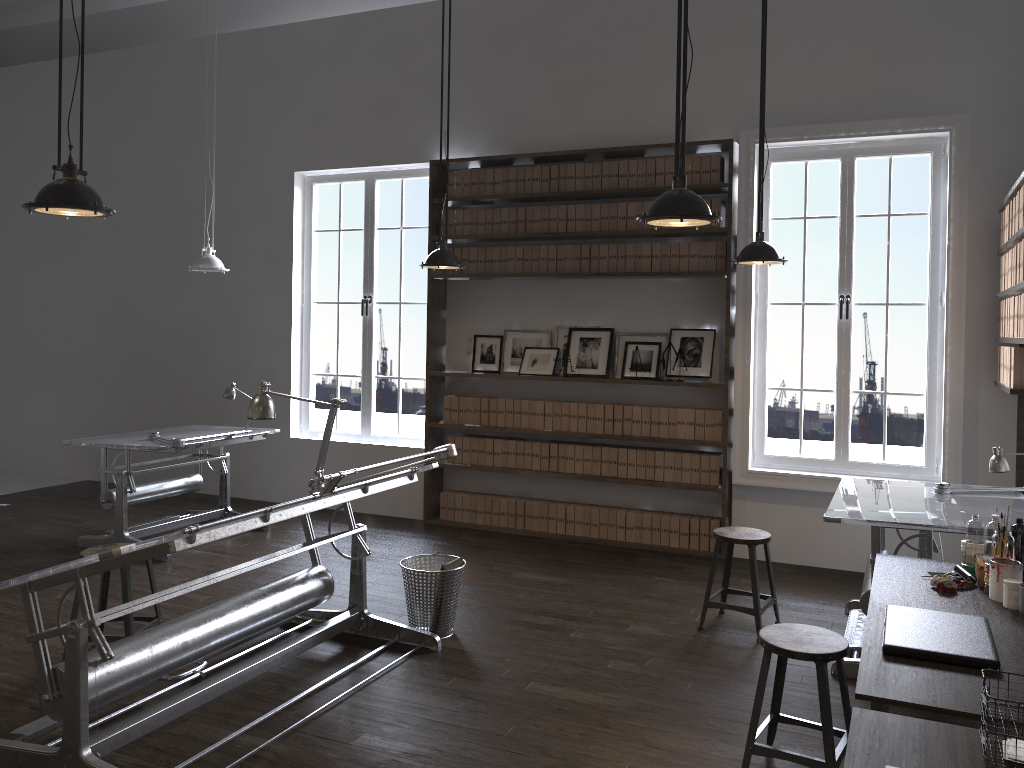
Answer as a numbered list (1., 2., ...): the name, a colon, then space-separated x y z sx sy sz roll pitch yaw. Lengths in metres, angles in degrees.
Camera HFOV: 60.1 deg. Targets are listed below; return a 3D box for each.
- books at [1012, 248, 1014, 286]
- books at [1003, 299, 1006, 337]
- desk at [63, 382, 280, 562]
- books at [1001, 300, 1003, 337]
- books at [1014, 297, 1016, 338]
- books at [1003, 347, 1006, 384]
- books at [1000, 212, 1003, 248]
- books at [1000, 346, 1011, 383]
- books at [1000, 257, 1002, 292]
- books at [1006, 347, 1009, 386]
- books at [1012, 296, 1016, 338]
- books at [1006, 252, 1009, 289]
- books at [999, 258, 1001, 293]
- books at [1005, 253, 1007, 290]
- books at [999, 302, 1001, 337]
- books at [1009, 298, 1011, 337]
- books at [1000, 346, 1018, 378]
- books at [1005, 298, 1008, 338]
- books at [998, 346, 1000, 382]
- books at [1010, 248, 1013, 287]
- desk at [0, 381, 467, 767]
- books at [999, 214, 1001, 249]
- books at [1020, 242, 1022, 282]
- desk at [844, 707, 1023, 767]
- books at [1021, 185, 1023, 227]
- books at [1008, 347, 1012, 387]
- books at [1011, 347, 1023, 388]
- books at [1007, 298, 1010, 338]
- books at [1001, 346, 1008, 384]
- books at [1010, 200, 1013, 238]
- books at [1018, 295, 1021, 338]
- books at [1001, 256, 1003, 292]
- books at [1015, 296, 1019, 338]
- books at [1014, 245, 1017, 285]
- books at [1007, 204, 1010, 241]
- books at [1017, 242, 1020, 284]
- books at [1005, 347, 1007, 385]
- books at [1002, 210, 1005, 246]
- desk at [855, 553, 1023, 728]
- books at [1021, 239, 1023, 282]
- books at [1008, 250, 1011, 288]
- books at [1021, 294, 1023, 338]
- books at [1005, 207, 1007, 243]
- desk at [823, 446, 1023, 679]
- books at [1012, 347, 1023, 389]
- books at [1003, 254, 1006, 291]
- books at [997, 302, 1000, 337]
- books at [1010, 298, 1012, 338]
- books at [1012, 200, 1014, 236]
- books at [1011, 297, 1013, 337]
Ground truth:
1. books: 2.827 -0.631 4.824 0.174 0.225 0.067 2 1 24
2. books: 2.991 -0.384 5.209 0.174 0.226 0.067 2 1 24
3. desk: -2.403 0.572 6.615 1.172 1.188 1.270 2 2 24
4. books: 3.051 -0.391 5.341 0.174 0.225 0.067 2 1 24
5. books: 2.743 -0.347 4.652 0.174 0.225 0.067 2 1 24
6. books: 2.958 -0.103 5.144 0.174 0.225 0.067 2 1 24
7. books: 3.111 -0.948 5.453 0.174 0.225 0.067 2 1 24
8. books: 3.014 -0.110 5.277 0.174 0.226 0.067 2 1 24
9. books: 3.105 -0.670 5.449 0.174 0.226 0.067 2 1 24
10. books: 2.886 -0.094 4.983 0.174 0.225 0.067 2 1 24
11. books: 2.777 -0.359 4.735 0.174 0.226 0.067 2 1 24
12. books: 2.970 -0.653 5.136 0.174 0.225 0.067 2 1 24
13. books: 3.137 -0.673 5.511 0.174 0.225 0.067 2 1 24
14. books: 2.999 -0.657 5.201 0.174 0.225 0.067 2 1 24
15. books: 3.113 -0.397 5.469 0.174 0.225 0.067 2 1 24
16. books: 2.869 -0.368 4.922 0.174 0.225 0.067 2 1 24
17. books: 3.044 -0.113 5.333 0.174 0.225 0.067 2 1 24
18. books: 2.920 -0.376 5.054 0.174 0.225 0.067 2 1 24
19. books: 3.098 -0.120 5.462 0.174 0.226 0.067 2 1 24
20. books: 2.849 -0.634 4.883 0.174 0.226 0.067 2 1 24
21. desk: -1.067 0.663 3.918 1.077 1.385 2.282 2 3 24
22. books: 3.141 -0.951 5.519 0.174 0.226 0.067 2 1 24
23. books: 2.683 -0.614 4.498 0.174 0.225 0.067 2 1 24
24. desk: 0.824 1.215 1.376 0.656 0.669 1.670 2 3 24
25. books: 2.657 -0.888 4.438 0.174 0.226 0.067 2 1 24
26. books: 2.830 -0.088 4.866 0.174 0.226 0.067 2 1 24
27. books: 2.807 -0.085 4.799 0.174 0.225 0.067 2 1 24
28. books: 2.894 -0.372 4.987 0.174 0.225 0.067 2 1 24
29. books: 2.984 -0.107 5.211 0.174 0.225 0.067 2 1 24
30. books: 2.885 -0.915 4.946 0.174 0.226 0.067 2 1 24
31. books: 2.683 -0.340 4.513 0.174 0.225 0.067 2 1 24
32. books: 3.077 -0.666 5.382 0.174 0.225 0.067 2 1 24
33. books: 2.708 -0.343 4.578 0.174 0.226 0.067 2 1 24
34. books: 2.767 -0.624 4.698 0.174 0.226 0.067 2 1 24
35. books: 2.969 -0.930 5.128 0.174 0.225 0.067 2 1 24
36. books: 2.708 -0.617 4.564 0.174 0.225 0.067 2 1 24
37. books: 2.914 -0.098 5.050 0.174 0.226 0.067 2 1 24
38. books: 3.085 -0.944 5.386 0.174 0.225 0.067 2 1 24
39. desk: 1.547 1.130 2.985 0.656 0.669 1.670 2 3 24
40. books: 2.621 -0.607 4.374 0.174 0.226 0.067 2 1 24
41. books: 2.879 -0.638 4.949 0.174 0.225 0.067 2 1 24
42. books: 2.591 -0.330 4.321 0.174 0.225 0.067 2 1 24
43. books: 2.997 -0.934 5.195 0.174 0.226 0.067 2 1 24
44. desk: 2.193 0.831 4.487 1.071 1.097 1.270 2 2 24
45. books: 2.777 -0.081 4.736 0.174 0.225 0.067 2 1 24
46. books: 3.021 -0.660 5.265 0.174 0.226 0.067 2 1 24
47. books: 3.135 -0.401 5.533 0.174 0.226 0.067 2 1 24
48. books: 2.838 -0.365 4.859 0.174 0.225 0.067 2 1 24
49. books: 2.859 -0.911 4.876 0.174 0.225 0.067 2 1 24
50. books: 2.807 -0.362 4.791 0.174 0.225 0.067 2 1 24
